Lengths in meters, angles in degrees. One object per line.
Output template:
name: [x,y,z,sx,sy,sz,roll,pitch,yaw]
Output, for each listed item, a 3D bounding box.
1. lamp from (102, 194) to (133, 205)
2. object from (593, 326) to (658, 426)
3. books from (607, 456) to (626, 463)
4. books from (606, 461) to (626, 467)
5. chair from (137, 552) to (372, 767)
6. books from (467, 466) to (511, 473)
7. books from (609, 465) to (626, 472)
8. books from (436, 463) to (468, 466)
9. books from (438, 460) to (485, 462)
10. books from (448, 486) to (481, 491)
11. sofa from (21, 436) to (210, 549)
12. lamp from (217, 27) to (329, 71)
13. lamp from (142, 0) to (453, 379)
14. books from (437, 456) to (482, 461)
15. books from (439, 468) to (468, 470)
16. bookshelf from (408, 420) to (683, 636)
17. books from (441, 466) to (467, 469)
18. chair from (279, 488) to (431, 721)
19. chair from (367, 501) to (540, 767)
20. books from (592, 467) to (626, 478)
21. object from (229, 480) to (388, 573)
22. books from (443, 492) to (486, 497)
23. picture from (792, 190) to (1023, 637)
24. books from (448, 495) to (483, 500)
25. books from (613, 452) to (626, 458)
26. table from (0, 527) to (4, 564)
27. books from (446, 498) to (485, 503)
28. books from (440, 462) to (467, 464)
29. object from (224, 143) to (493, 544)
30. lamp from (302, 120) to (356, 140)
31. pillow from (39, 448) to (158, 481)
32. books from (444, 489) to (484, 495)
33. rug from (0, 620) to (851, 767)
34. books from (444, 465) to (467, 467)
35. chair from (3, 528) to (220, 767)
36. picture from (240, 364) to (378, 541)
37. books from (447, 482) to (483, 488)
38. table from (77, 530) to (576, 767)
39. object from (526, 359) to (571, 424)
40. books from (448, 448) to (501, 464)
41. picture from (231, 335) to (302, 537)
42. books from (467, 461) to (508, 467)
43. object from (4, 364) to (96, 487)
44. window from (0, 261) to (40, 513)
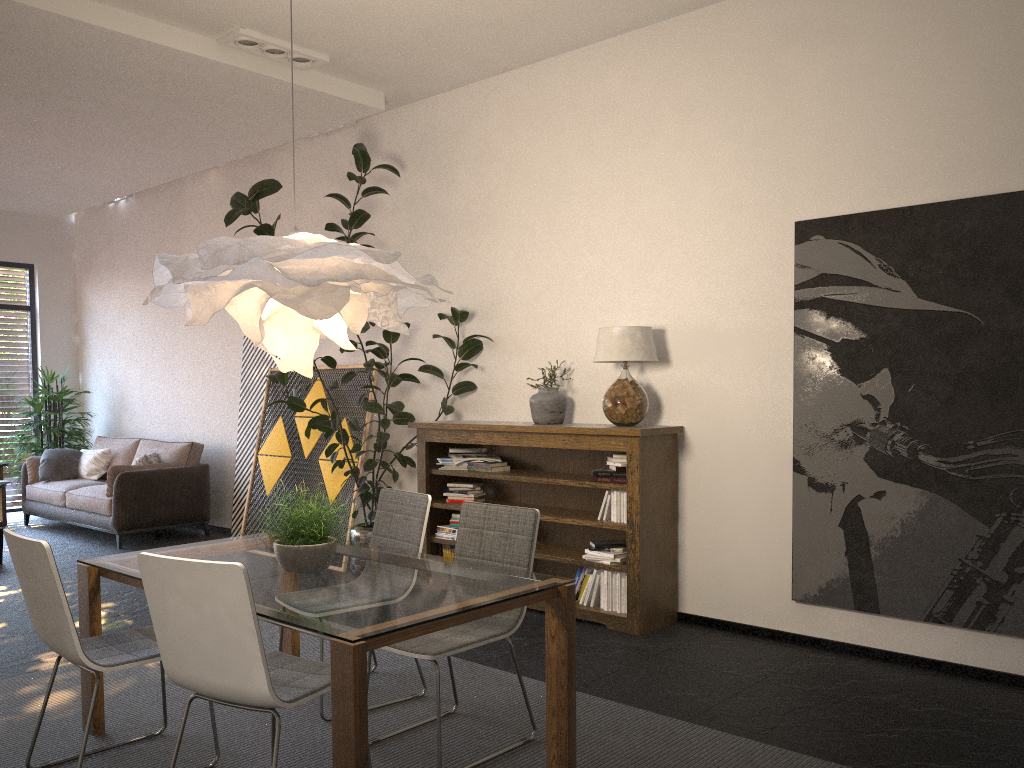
lamp: [-4.443,-2.065,9.744,0.644,0.066,0.253,-1,0,42]
object: [0.672,-0.041,5.246,0.389,0.583,0.388,0,2,11]
books: [0.695,0.443,5.217,0.243,0.024,0.175,0,0,-3]
books: [0.702,0.465,5.197,0.243,0.019,0.174,0,0,-23]
chair: [-0.807,0.963,2.841,0.475,0.922,0.600,1,2,28]
books: [-0.158,0.569,5.994,0.243,0.034,0.179,-1,0,45]
books: [0.699,0.489,5.191,0.225,0.029,0.179,0,0,-6]
books: [-0.325,0.550,6.159,0.318,0.011,0.252,-1,0,23]
books: [-0.321,0.528,6.166,0.318,0.011,0.252,-1,0,13]
books: [-0.333,0.724,6.181,0.221,0.023,0.147,0,0,-7]
sofa: [-4.017,1.019,8.927,2.320,0.922,0.992,0,1,42]
lamp: [-1.487,-2.109,5.553,0.253,0.066,0.644,-1,0,42]
lamp: [-0.818,-2.628,3.233,1.116,5.225,1.060,-3,3,-37]
books: [-0.326,0.518,6.172,0.318,0.011,0.252,-1,0,18]
books: [-0.315,0.581,6.144,0.318,0.011,0.252,-1,0,15]
bookshelf: [0.146,0.843,5.708,1.918,1.175,0.450,0,2,42]
books: [-0.304,0.571,6.143,0.318,0.011,0.252,-1,0,11]
chair: [-0.717,0.968,4.046,0.601,0.922,0.474,-2,3,-39]
chair: [-0.231,0.961,3.487,0.475,0.922,0.601,2,3,42]
books: [0.948,-2.833,2.554,0.360,6.724,5.383,-1,2,-8]
object: [-0.775,0.543,3.403,0.667,0.368,0.531,0,1,37]
books: [-0.330,0.767,6.185,0.243,0.019,0.174,-1,0,27]
picture: [1.974,0.149,4.340,1.232,2.033,0.033,1,3,42]
books: [-0.326,0.788,6.183,0.205,0.022,0.155,-1,0,22]
books: [0.700,0.420,5.222,0.155,0.022,0.205,-1,0,27]
table: [-4.923,1.323,7.232,1.115,0.308,1.048,-1,0,42]
books: [-0.321,0.809,6.188,0.224,0.021,0.158,-1,0,27]
books: [-0.312,0.539,6.149,0.318,0.011,0.252,-1,0,13]
object: [-1.105,-0.154,6.420,2.011,3.207,0.905,0,3,19]
lamp: [-1.569,-2.101,7.184,0.644,0.066,0.253,-1,0,42]
pillow: [-4.131,0.833,8.847,1.892,0.343,0.618,-1,0,42]
books: [-0.338,0.746,6.187,0.231,0.023,0.162,-1,0,42]
rug: [-0.779,1.421,3.443,3.684,0.006,2.368,-1,0,42]
books: [-0.287,0.560,6.138,0.318,0.011,0.252,-1,0,8]
chair: [-1.461,0.971,3.233,0.474,0.922,0.601,2,3,44]
picture: [-1.725,0.653,7.366,1.496,1.609,0.386,1,3,42]
books: [-0.326,0.702,6.179,0.205,0.020,0.155,-1,0,27]
table: [-0.773,1.067,3.410,1.799,0.716,0.996,0,1,42]
object: [0.226,0.050,5.680,0.275,0.413,0.385,0,2,20]
books: [-0.261,0.504,6.125,0.322,0.109,0.272,0,0,-13]
picture: [-2.204,0.448,7.961,0.957,2.024,0.207,2,3,42]
books: [-0.168,0.541,5.994,0.166,0.024,0.227,0,0,-44]
object: [-5.209,0.632,10.013,0.913,1.727,0.976,0,2,7]
window: [-7.286,0.015,8.957,0.459,3.035,4.937,2,2,42]
